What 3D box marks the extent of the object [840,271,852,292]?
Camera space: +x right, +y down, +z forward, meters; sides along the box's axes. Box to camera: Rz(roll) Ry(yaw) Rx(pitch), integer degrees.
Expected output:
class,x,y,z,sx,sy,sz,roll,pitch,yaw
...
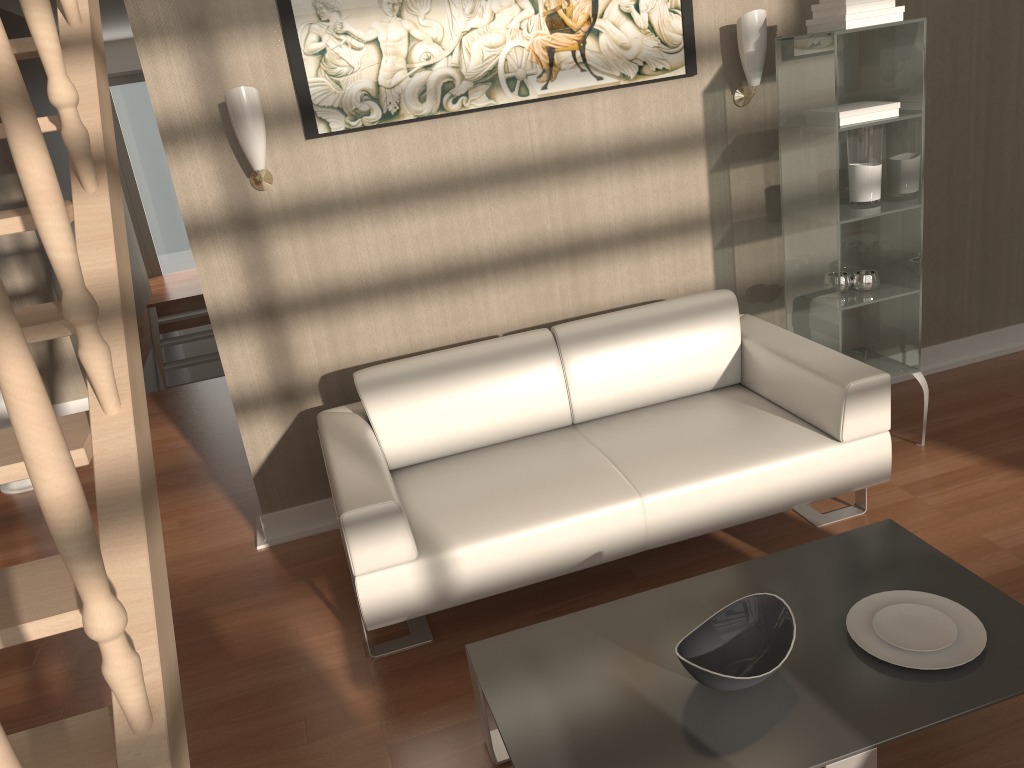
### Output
class,x,y,z,sx,sy,sz,roll,pitch,yaw
object,1.273,-0.397,3.457,0.103,0.066,0.103,-7,20,6

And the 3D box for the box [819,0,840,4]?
class,x,y,z,sx,sy,sz,roll,pitch,yaw
box,1.187,-1.366,3.084,0.168,0.047,0.168,-13,20,-12

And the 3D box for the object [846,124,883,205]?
class,x,y,z,sx,sy,sz,roll,pitch,yaw
object,1.329,-0.829,3.340,0.129,0.291,0.129,-25,26,-38

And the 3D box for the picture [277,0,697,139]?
class,x,y,z,sx,sy,sz,roll,pitch,yaw
picture,-0.037,-1.269,3.235,1.531,0.487,0.018,-13,20,-12

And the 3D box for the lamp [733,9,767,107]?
class,x,y,z,sx,sy,sz,roll,pitch,yaw
lamp,0.929,-1.264,3.459,0.112,0.353,0.153,-13,20,-12

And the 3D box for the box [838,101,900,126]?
class,x,y,z,sx,sy,sz,roll,pitch,yaw
box,1.232,-0.981,3.214,0.232,0.047,0.232,-11,20,-8

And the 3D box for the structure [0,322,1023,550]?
class,x,y,z,sx,sy,sz,roll,pitch,yaw
structure,-1.694,-0.652,3.660,8.342,2.533,10.775,-13,20,-12

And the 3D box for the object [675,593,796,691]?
class,x,y,z,sx,sy,sz,roll,pitch,yaw
object,0.504,0.600,1.992,0.317,0.125,0.223,-26,26,-39

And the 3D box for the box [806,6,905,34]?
class,x,y,z,sx,sy,sz,roll,pitch,yaw
box,1.202,-1.278,3.116,0.232,0.047,0.232,-13,20,-12

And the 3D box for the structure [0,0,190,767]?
class,x,y,z,sx,sy,sz,roll,pitch,yaw
structure,-1.271,-0.455,1.417,1.000,3.578,3.150,-13,20,-12

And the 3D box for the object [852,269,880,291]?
class,x,y,z,sx,sy,sz,roll,pitch,yaw
object,1.366,-0.400,3.426,0.103,0.066,0.103,-7,20,6

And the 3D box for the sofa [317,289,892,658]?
class,x,y,z,sx,sy,sz,roll,pitch,yaw
sofa,0.271,0.221,3.096,1.781,0.740,0.905,-13,20,-12

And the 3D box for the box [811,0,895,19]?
class,x,y,z,sx,sy,sz,roll,pitch,yaw
box,1.193,-1.322,3.101,0.200,0.047,0.200,-13,20,-12

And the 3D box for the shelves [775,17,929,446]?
class,x,y,z,sx,sy,sz,roll,pitch,yaw
shelves,1.299,-0.512,3.405,0.400,1.600,0.403,-13,20,-12

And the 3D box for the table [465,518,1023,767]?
class,x,y,z,sx,sy,sz,roll,pitch,yaw
table,0.595,0.762,2.122,1.260,0.293,0.700,-13,20,-12

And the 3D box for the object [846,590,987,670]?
class,x,y,z,sx,sy,sz,roll,pitch,yaw
object,0.930,0.570,2.049,0.294,0.020,0.294,-25,26,-38

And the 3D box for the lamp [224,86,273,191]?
class,x,y,z,sx,sy,sz,roll,pitch,yaw
lamp,-0.892,-0.836,3.047,0.112,0.353,0.153,-13,20,-12

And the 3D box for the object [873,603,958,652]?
class,x,y,z,sx,sy,sz,roll,pitch,yaw
object,0.930,0.568,2.048,0.178,0.020,0.178,1,22,24
